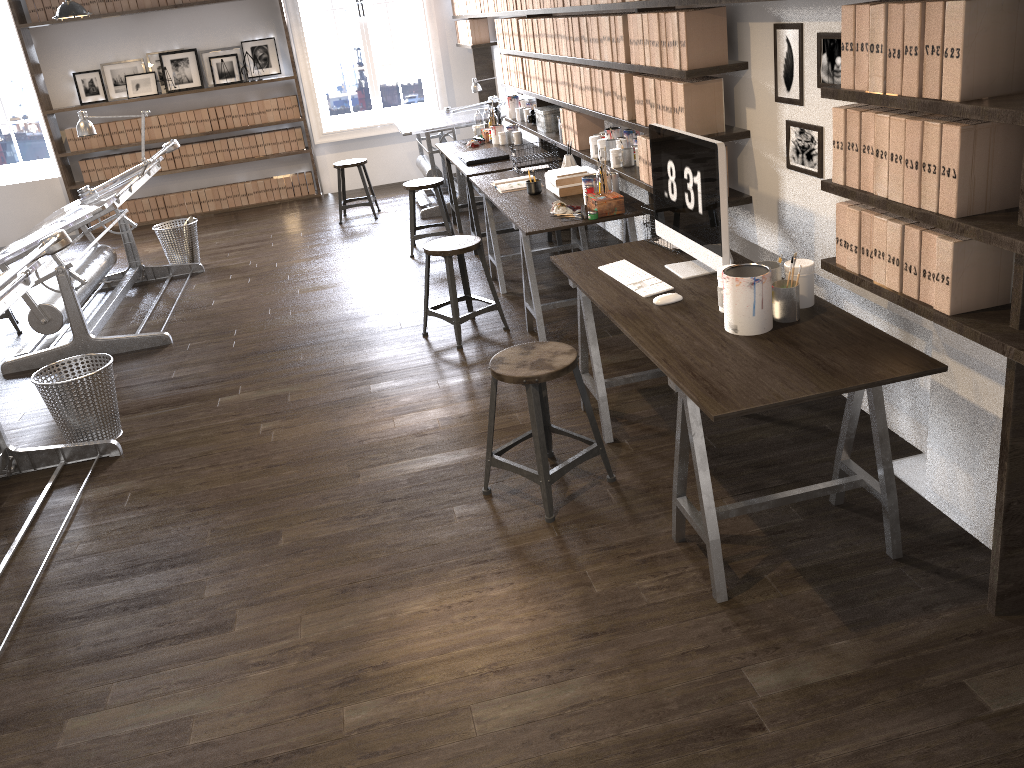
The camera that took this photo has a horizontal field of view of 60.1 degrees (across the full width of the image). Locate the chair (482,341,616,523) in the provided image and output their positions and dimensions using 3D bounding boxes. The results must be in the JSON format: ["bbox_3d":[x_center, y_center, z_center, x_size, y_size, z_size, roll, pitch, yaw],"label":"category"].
[{"bbox_3d":[0.108,0.148,3.197,0.376,0.519,0.361,-25,28,-37],"label":"chair"}]

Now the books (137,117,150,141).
[{"bbox_3d":[-3.747,-2.605,9.041,0.067,0.222,0.177,-11,22,-8],"label":"books"}]

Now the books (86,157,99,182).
[{"bbox_3d":[-4.279,-2.197,9.066,0.067,0.222,0.177,-11,22,-8],"label":"books"}]

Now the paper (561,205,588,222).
[{"bbox_3d":[0.307,-0.843,4.360,0.137,0.037,0.158,-5,23,5],"label":"paper"}]

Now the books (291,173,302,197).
[{"bbox_3d":[-2.320,-2.141,9.531,0.067,0.222,0.177,-11,22,-8],"label":"books"}]

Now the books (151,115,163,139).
[{"bbox_3d":[-3.622,-2.631,9.063,0.067,0.221,0.177,-11,22,-8],"label":"books"}]

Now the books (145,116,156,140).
[{"bbox_3d":[-3.683,-2.620,9.055,0.067,0.221,0.177,-11,22,-8],"label":"books"}]

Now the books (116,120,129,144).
[{"bbox_3d":[-3.951,-2.565,9.011,0.067,0.222,0.177,-11,22,-8],"label":"books"}]

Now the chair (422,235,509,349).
[{"bbox_3d":[-0.290,-0.521,4.866,0.361,0.519,0.375,-23,26,-33],"label":"chair"}]

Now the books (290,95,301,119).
[{"bbox_3d":[-2.266,-2.903,9.270,0.067,0.222,0.177,-11,22,-8],"label":"books"}]

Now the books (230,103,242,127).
[{"bbox_3d":[-2.858,-2.784,9.180,0.067,0.222,0.177,-11,22,-8],"label":"books"}]

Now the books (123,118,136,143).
[{"bbox_3d":[-3.883,-2.580,9.026,0.067,0.222,0.177,-11,22,-8],"label":"books"}]

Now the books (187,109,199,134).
[{"bbox_3d":[-3.277,-2.699,9.113,0.067,0.222,0.177,-11,22,-8],"label":"books"}]

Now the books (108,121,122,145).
[{"bbox_3d":[-4.021,-2.552,9.005,0.067,0.222,0.177,-11,22,-8],"label":"books"}]

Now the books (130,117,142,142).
[{"bbox_3d":[-3.814,-2.594,9.036,0.067,0.222,0.177,-11,22,-8],"label":"books"}]

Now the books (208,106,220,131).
[{"bbox_3d":[-3.073,-2.743,9.151,0.067,0.221,0.177,-11,22,-8],"label":"books"}]

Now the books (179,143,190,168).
[{"bbox_3d":[-3.393,-2.378,9.210,0.067,0.221,0.177,-11,22,-8],"label":"books"}]

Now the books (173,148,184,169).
[{"bbox_3d":[-3.464,-2.361,9.193,0.067,0.222,0.177,-11,22,-8],"label":"books"}]

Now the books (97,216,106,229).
[{"bbox_3d":[-4.281,-1.749,9.232,0.067,0.222,0.177,-11,22,-8],"label":"books"}]

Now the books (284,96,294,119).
[{"bbox_3d":[-2.330,-2.893,9.267,0.067,0.222,0.177,-11,22,-8],"label":"books"}]

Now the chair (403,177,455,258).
[{"bbox_3d":[-0.628,-1.270,6.699,0.358,0.519,0.378,-8,22,-1],"label":"chair"}]

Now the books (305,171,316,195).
[{"bbox_3d":[-2.175,-2.172,9.557,0.067,0.221,0.177,-11,22,-8],"label":"books"}]

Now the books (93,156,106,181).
[{"bbox_3d":[-4.209,-2.212,9.080,0.067,0.222,0.177,-11,22,-8],"label":"books"}]

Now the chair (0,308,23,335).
[{"bbox_3d":[-3.608,-0.567,6.000,0.374,0.519,0.362,-20,25,-28],"label":"chair"}]

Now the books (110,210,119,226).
[{"bbox_3d":[-4.142,-1.776,9.252,0.067,0.221,0.177,-11,22,-8],"label":"books"}]

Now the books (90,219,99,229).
[{"bbox_3d":[-4.349,-1.736,9.223,0.067,0.222,0.177,-11,22,-8],"label":"books"}]

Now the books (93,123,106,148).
[{"bbox_3d":[-4.165,-2.523,8.983,0.067,0.221,0.177,-11,22,-8],"label":"books"}]

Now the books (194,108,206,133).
[{"bbox_3d":[-3.207,-2.713,9.124,0.067,0.222,0.177,-11,22,-8],"label":"books"}]

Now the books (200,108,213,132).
[{"bbox_3d":[-3.146,-2.727,9.138,0.067,0.221,0.177,-11,22,-8],"label":"books"}]

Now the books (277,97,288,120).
[{"bbox_3d":[-2.398,-2.878,9.255,0.067,0.222,0.177,-11,22,-8],"label":"books"}]

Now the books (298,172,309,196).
[{"bbox_3d":[-2.249,-2.158,9.548,0.067,0.221,0.177,-11,22,-8],"label":"books"}]

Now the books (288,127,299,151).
[{"bbox_3d":[-2.315,-2.595,9.376,0.067,0.222,0.177,-11,22,-8],"label":"books"}]

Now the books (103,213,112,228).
[{"bbox_3d":[-4.212,-1.761,9.239,0.067,0.222,0.177,-11,22,-8],"label":"books"}]

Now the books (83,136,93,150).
[{"bbox_3d":[-4.289,-2.496,8.957,0.067,0.222,0.177,-11,22,-8],"label":"books"}]

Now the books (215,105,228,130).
[{"bbox_3d":[-3.000,-2.755,9.157,0.067,0.222,0.177,-11,22,-8],"label":"books"}]

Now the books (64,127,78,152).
[{"bbox_3d":[-4.430,-2.469,8.938,0.067,0.222,0.177,-11,22,-8],"label":"books"}]

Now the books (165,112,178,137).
[{"bbox_3d":[-3.484,-2.660,9.087,0.067,0.222,0.177,-11,22,-8],"label":"books"}]

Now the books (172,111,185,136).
[{"bbox_3d":[-3.417,-2.674,9.099,0.067,0.222,0.177,-11,22,-8],"label":"books"}]

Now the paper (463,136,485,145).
[{"bbox_3d":[-0.309,-1.958,7.126,0.138,0.037,0.157,-17,25,-22],"label":"paper"}]

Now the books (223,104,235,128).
[{"bbox_3d":[-2.928,-2.772,9.174,0.067,0.222,0.177,-11,22,-8],"label":"books"}]

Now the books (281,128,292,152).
[{"bbox_3d":[-2.383,-2.581,9.365,0.067,0.222,0.177,-11,22,-8],"label":"books"}]

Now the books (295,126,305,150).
[{"bbox_3d":[-2.245,-2.607,9.383,0.067,0.222,0.177,-11,22,-8],"label":"books"}]

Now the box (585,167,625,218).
[{"bbox_3d":[0.448,-0.947,4.338,0.138,0.204,0.215,-11,22,-8],"label":"box"}]

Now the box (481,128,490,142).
[{"bbox_3d":[-0.166,-2.018,7.155,0.138,0.082,0.215,-11,23,-8],"label":"box"}]

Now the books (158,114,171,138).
[{"bbox_3d":[-3.551,-2.645,9.072,0.067,0.222,0.177,-11,22,-8],"label":"books"}]

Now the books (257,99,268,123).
[{"bbox_3d":[-2.591,-2.839,9.224,0.067,0.221,0.177,-11,22,-8],"label":"books"}]

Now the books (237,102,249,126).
[{"bbox_3d":[-2.791,-2.800,9.195,0.067,0.222,0.177,-11,22,-8],"label":"books"}]

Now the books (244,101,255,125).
[{"bbox_3d":[-2.722,-2.814,9.205,0.067,0.222,0.177,-11,22,-8],"label":"books"}]

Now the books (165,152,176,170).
[{"bbox_3d":[-3.538,-2.349,9.187,0.067,0.222,0.177,-11,22,-8],"label":"books"}]

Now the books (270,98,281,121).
[{"bbox_3d":[-2.465,-2.863,9.240,0.067,0.222,0.177,-11,22,-8],"label":"books"}]

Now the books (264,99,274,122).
[{"bbox_3d":[-2.530,-2.851,9.232,0.067,0.221,0.177,-11,22,-8],"label":"books"}]

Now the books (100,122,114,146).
[{"bbox_3d":[-4.092,-2.536,8.988,0.067,0.222,0.177,-11,22,-8],"label":"books"}]

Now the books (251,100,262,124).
[{"bbox_3d":[-2.655,-2.824,9.210,0.067,0.222,0.177,-11,22,-8],"label":"books"}]

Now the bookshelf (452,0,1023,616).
[{"bbox_3d":[0.598,-1.448,5.174,0.374,3.151,9.328,-11,23,-8],"label":"bookshelf"}]

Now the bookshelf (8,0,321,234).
[{"bbox_3d":[-3.420,-2.874,9.070,2.477,3.659,0.419,-11,21,-9],"label":"bookshelf"}]

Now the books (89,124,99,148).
[{"bbox_3d":[-4.229,-2.510,8.970,0.067,0.221,0.177,-11,22,-8],"label":"books"}]

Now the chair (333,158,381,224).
[{"bbox_3d":[-1.435,-1.774,8.112,0.358,0.519,0.378,-8,22,-1],"label":"chair"}]

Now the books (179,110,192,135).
[{"bbox_3d":[-3.348,-2.686,9.106,0.067,0.222,0.177,-11,22,-8],"label":"books"}]

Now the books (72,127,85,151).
[{"bbox_3d":[-4.359,-2.481,8.946,0.067,0.222,0.177,-11,22,-8],"label":"books"}]

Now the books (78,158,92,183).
[{"bbox_3d":[-4.349,-2.183,9.055,0.067,0.222,0.177,-11,22,-8],"label":"books"}]
